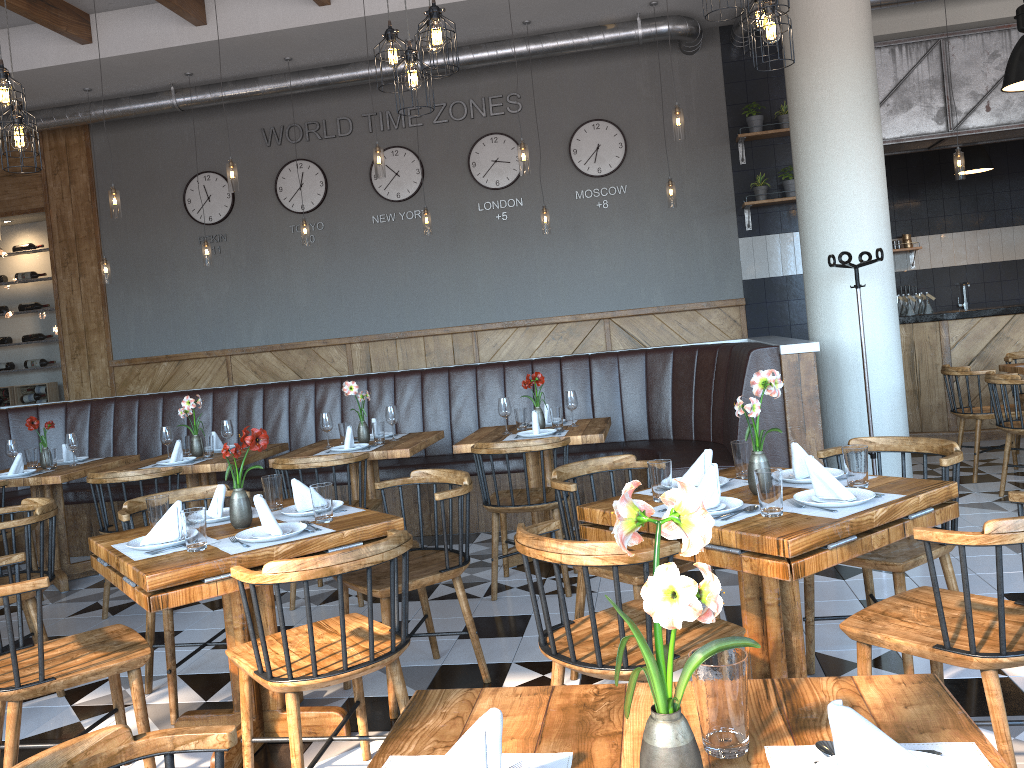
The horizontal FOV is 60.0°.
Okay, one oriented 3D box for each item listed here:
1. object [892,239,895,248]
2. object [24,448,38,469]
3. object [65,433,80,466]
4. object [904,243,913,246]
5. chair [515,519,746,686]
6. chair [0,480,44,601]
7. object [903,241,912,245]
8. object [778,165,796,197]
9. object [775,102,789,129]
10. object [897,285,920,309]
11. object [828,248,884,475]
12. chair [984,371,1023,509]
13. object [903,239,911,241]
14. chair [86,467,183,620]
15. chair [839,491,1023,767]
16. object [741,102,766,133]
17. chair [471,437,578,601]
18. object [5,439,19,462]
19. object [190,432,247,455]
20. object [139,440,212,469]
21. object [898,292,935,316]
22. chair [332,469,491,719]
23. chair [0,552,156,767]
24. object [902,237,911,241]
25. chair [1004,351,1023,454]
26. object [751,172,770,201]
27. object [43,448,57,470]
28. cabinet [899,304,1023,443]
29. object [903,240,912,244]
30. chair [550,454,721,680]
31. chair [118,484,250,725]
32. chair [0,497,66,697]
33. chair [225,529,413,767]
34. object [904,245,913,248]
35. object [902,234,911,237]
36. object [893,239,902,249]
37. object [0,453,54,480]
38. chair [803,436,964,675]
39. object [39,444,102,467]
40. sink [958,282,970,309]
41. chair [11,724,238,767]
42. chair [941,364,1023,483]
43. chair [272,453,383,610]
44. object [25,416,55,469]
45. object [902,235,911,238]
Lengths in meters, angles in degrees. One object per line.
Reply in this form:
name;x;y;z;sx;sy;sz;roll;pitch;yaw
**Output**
object;4.618;-1.685;10.692;0.093;0.136;0.047;-5;1;5
object;-3.220;0.502;5.943;0.080;0.132;0.080;-5;2;9
object;-2.915;0.434;5.881;0.081;0.215;0.081;-5;2;40
object;4.745;-1.661;10.613;0.100;0.048;0.100;-4;3;28
chair;0.327;0.782;2.491;0.551;0.816;0.519;-7;2;-36
chair;-3.161;0.960;5.240;0.519;0.816;0.550;-5;2;9
object;4.741;-1.679;10.618;0.099;0.051;0.099;-6;3;-5
object;2.592;-1.881;8.249;0.235;0.300;0.172;-6;1;-2
object;2.531;-2.489;8.240;0.189;0.268;0.173;-5;2;27
object;4.748;-0.995;10.608;0.321;0.371;0.067;-5;1;9
object;2.189;0.008;5.465;0.375;1.657;0.374;-6;1;-13
chair;3.291;0.321;5.517;0.549;0.817;0.520;-5;2;9
object;4.734;-1.721;10.619;0.099;0.057;0.101;-5;3;21
chair;-2.077;0.865;5.065;0.519;0.816;0.550;-5;2;9
chair;1.223;0.703;2.346;0.520;0.816;0.549;-7;2;-36
object;2.262;-2.482;8.283;0.235;0.300;0.172;-6;1;-2
chair;0.089;0.676;4.715;0.519;0.816;0.550;-5;2;9
object;-3.285;0.473;5.830;0.081;0.215;0.081;-6;1;1
object;-1.970;0.379;5.940;0.351;0.137;0.272;-5;3;9
object;-2.061;0.418;5.423;0.351;0.137;0.272;-5;3;9
object;3.646;-0.743;8.410;0.598;0.203;0.422;-5;3;9
chair;-0.403;0.792;3.532;0.551;0.816;0.519;-7;2;-36
chair;-1.442;0.936;2.777;0.551;0.816;0.519;-7;2;-36
object;4.730;-1.739;10.615;0.100;0.036;0.100;-8;4;-42
chair;4.179;0.155;6.891;0.519;0.816;0.550;-5;2;9
object;2.320;-1.840;8.293;0.189;0.268;0.173;-5;2;27
object;-3.009;0.491;5.781;0.080;0.132;0.080;-6;2;-6
cabinet;6.296;-0.349;9.050;5.989;1.164;3.034;-5;3;9
object;4.738;-1.699;10.620;0.099;0.043;0.100;-3;4;42
chair;0.470;0.716;3.391;0.520;0.816;0.549;-7;2;-36
chair;-1.299;0.870;3.677;0.520;0.816;0.549;-7;2;-36
chair;-2.231;0.952;3.827;0.551;0.816;0.519;-7;2;-36
chair;-0.546;0.858;2.632;0.520;0.816;0.549;-7;2;-36
object;4.748;-1.641;10.613;0.100;0.036;0.100;-6;3;-12
object;4.728;-1.776;10.613;0.100;0.047;0.100;-5;3;5
object;4.602;-1.678;10.601;0.093;0.136;0.047;-5;1;11
object;-3.141;0.512;5.597;0.351;0.137;0.272;-5;3;9
chair;1.366;0.638;3.246;0.551;0.816;0.519;-7;2;-36
object;-3.050;0.473;6.114;0.351;0.137;0.272;-5;3;9
sink;5.669;-0.986;10.331;0.974;0.484;0.588;-5;2;9
chair;-0.427;0.932;1.148;0.549;0.817;0.520;-5;2;9
chair;3.427;0.258;6.373;0.549;0.817;0.520;-5;2;9
chair;-0.994;0.771;4.890;0.519;0.816;0.550;-5;2;9
object;-3.121;0.385;5.856;0.171;0.355;0.156;-5;1;3
object;4.729;-1.755;10.615;0.100;0.036;0.100;-4;3;20
